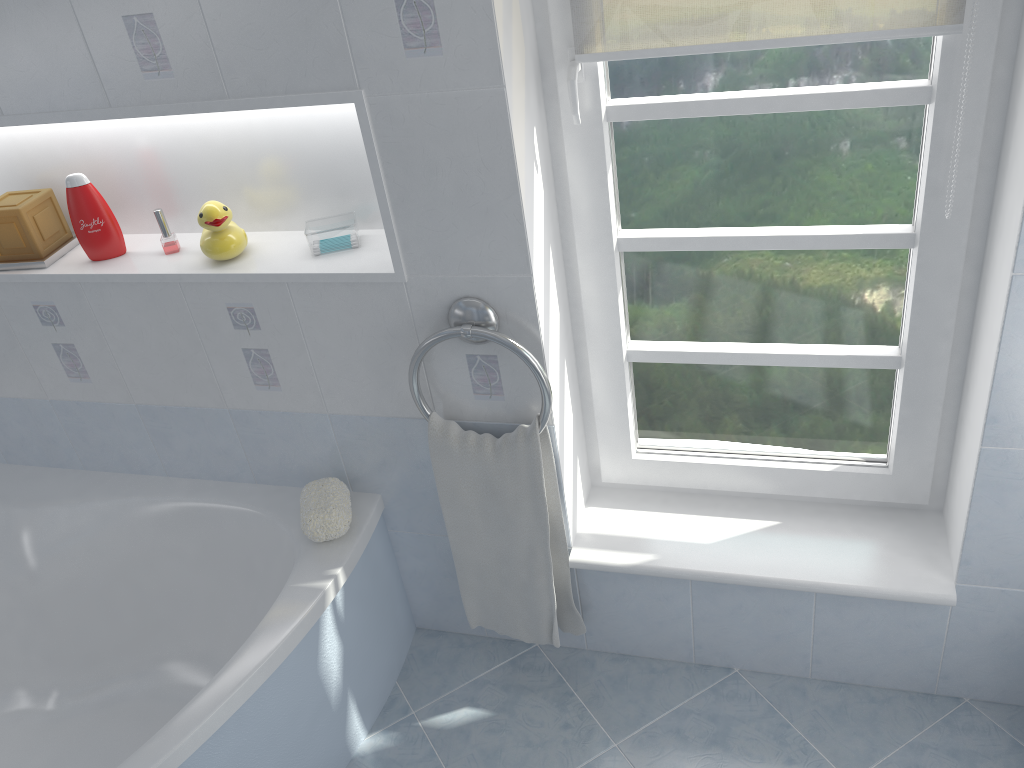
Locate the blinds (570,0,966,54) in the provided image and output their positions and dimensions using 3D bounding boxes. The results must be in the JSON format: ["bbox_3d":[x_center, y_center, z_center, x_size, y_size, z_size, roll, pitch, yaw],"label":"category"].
[{"bbox_3d":[0.315,-0.955,1.132,0.598,1.032,0.046,2,35,18],"label":"blinds"}]

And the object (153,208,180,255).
[{"bbox_3d":[-0.735,-0.325,1.879,0.030,0.096,0.030,-14,33,-6],"label":"object"}]

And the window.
[{"bbox_3d":[0.402,-0.599,1.429,0.758,2.067,0.142,2,35,18],"label":"window"}]

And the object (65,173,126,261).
[{"bbox_3d":[-0.892,-0.355,1.882,0.092,0.190,0.044,-12,33,-4],"label":"object"}]

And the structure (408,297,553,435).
[{"bbox_3d":[-0.063,-0.009,1.710,0.291,0.332,0.051,2,35,18],"label":"structure"}]

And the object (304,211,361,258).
[{"bbox_3d":[-0.359,-0.301,1.783,0.102,0.053,0.072,-12,33,-3],"label":"object"}]

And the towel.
[{"bbox_3d":[-0.008,0.323,1.900,0.280,0.635,0.083,2,35,18],"label":"towel"}]

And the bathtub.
[{"bbox_3d":[-1.235,0.761,1.719,1.596,0.670,1.578,2,35,18],"label":"bathtub"}]

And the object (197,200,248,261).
[{"bbox_3d":[-0.598,-0.320,1.812,0.095,0.122,0.132,-17,34,-12],"label":"object"}]

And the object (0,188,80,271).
[{"bbox_3d":[-1.083,-0.349,1.975,0.160,0.130,0.160,-1,34,13],"label":"object"}]

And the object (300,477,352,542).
[{"bbox_3d":[-0.406,0.271,1.932,0.105,0.077,0.165,-14,33,-6],"label":"object"}]
